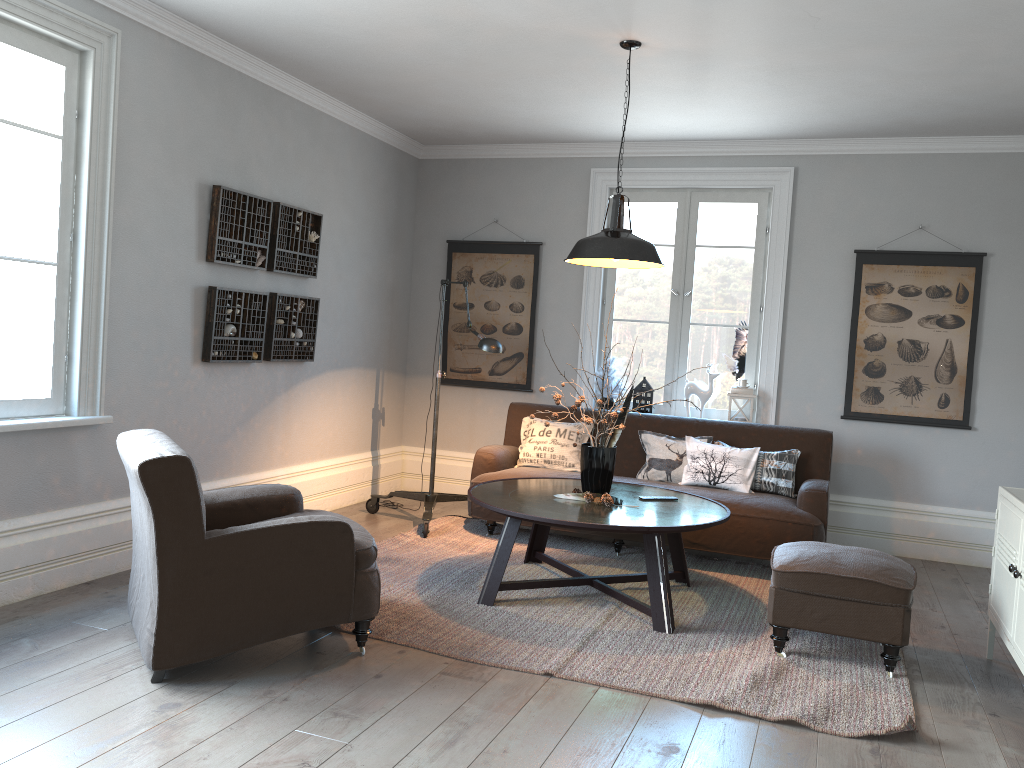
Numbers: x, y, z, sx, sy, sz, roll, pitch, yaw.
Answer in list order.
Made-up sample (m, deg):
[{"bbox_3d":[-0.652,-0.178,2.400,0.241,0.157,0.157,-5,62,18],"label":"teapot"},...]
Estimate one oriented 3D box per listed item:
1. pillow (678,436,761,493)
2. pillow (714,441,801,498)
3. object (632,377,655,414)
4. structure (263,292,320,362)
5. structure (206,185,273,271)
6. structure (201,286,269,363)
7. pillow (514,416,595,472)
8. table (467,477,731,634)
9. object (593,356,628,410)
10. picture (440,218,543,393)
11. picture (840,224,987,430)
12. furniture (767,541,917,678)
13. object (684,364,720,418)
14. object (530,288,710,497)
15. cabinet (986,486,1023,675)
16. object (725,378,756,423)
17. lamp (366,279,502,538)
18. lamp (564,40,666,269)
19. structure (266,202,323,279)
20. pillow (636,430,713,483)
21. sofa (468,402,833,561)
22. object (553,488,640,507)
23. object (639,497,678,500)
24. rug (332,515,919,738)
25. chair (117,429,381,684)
[{"bbox_3d":[1.267,0.495,5.432,0.471,0.309,0.188,5,3,21],"label":"pillow"},{"bbox_3d":[1.493,0.521,5.468,0.542,0.288,0.183,5,3,21],"label":"pillow"},{"bbox_3d":[0.947,0.088,6.394,0.155,0.284,0.155,4,2,10],"label":"object"},{"bbox_3d":[-1.368,-0.348,5.541,0.086,0.416,0.468,5,3,20],"label":"structure"},{"bbox_3d":[-1.539,-0.870,5.003,0.099,0.416,0.468,5,3,20],"label":"structure"},{"bbox_3d":[-1.558,-0.329,5.026,0.086,0.416,0.468,5,3,20],"label":"structure"},{"bbox_3d":[0.277,0.404,5.918,0.519,0.368,0.240,5,3,20],"label":"pillow"},{"bbox_3d":[0.411,0.824,4.450,1.300,0.503,1.300,4,3,13],"label":"table"},{"bbox_3d":[0.695,-0.004,6.477,0.247,0.423,0.263,2,3,-34],"label":"object"},{"bbox_3d":[-0.169,-0.619,6.843,0.793,1.313,0.057,5,3,20],"label":"picture"},{"bbox_3d":[2.628,-0.389,5.816,0.793,1.313,0.057,5,3,20],"label":"picture"},{"bbox_3d":[1.407,0.935,3.814,0.583,0.439,0.574,5,3,20],"label":"furniture"},{"bbox_3d":[1.319,0.059,6.171,0.239,0.410,0.128,4,2,16],"label":"object"},{"bbox_3d":[0.538,0.056,4.321,0.853,1.065,0.525,3,2,-9],"label":"object"},{"bbox_3d":[2.069,0.848,3.287,0.408,0.757,1.152,5,3,20],"label":"cabinet"},{"bbox_3d":[1.585,0.122,6.136,0.193,0.322,0.193,4,3,14],"label":"object"},{"bbox_3d":[-0.503,0.110,6.123,0.797,1.644,1.864,2,3,-32],"label":"lamp"},{"bbox_3d":[0.542,-1.130,4.368,0.504,1.075,0.504,3,3,-22],"label":"lamp"},{"bbox_3d":[-1.331,-0.882,5.497,0.105,0.416,0.468,5,3,20],"label":"structure"},{"bbox_3d":[1.018,0.480,5.603,0.472,0.347,0.159,5,3,18],"label":"pillow"},{"bbox_3d":[0.854,0.626,5.594,2.165,0.824,0.969,5,3,20],"label":"sofa"},{"bbox_3d":[0.412,0.552,4.348,0.404,0.067,0.153,6,3,38],"label":"object"},{"bbox_3d":[0.753,0.586,4.558,0.207,0.011,0.051,3,3,-20],"label":"object"},{"bbox_3d":[0.438,1.020,4.482,2.819,0.090,2.400,5,3,21],"label":"rug"},{"bbox_3d":[-1.031,0.616,3.524,0.970,0.795,0.807,2,3,-29],"label":"chair"}]
